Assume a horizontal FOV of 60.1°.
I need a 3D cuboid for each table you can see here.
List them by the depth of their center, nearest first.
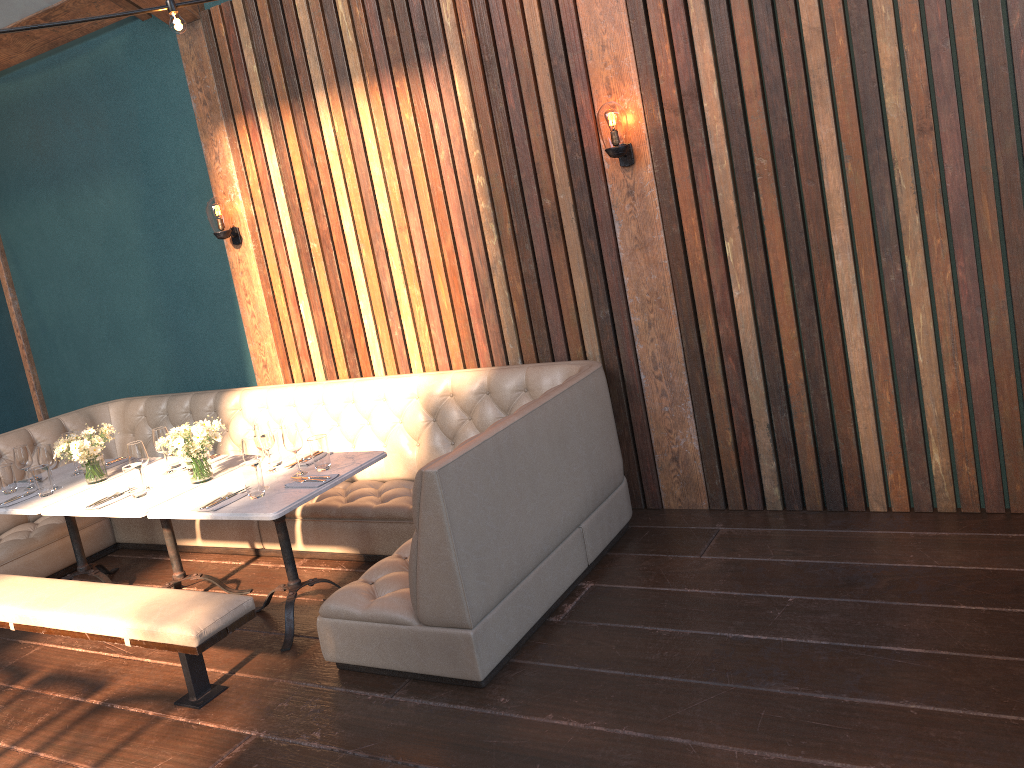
[{"bbox_3d":[-1.061,0.773,4.160,0.796,0.666,0.809,-5,11,30],"label":"table"},{"bbox_3d":[-1.761,0.822,4.574,0.796,0.666,0.809,-5,11,31],"label":"table"},{"bbox_3d":[-2.460,0.871,4.987,0.796,0.666,0.809,-5,11,30],"label":"table"}]

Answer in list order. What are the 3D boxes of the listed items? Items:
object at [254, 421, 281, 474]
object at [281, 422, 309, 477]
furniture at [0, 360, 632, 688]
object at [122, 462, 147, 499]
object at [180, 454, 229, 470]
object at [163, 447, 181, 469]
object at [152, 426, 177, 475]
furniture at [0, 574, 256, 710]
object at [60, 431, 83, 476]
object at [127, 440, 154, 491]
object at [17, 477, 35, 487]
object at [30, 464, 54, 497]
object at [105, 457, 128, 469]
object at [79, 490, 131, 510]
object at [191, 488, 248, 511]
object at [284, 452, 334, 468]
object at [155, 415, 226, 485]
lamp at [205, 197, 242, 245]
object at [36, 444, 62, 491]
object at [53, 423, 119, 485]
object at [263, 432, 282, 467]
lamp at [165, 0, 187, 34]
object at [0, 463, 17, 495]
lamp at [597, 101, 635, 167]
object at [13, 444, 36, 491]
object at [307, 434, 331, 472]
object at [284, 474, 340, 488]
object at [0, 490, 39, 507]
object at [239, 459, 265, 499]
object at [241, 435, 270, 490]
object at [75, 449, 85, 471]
[{"bbox_3d":[-1.179,0.304,4.259,0.092,0.242,0.093,-12,8,-11],"label":"object"},{"bbox_3d":[-1.006,0.304,4.100,0.092,0.242,0.093,-12,8,-11],"label":"object"},{"bbox_3d":[-1.547,0.613,4.924,4.145,0.851,1.732,-4,13,31],"label":"furniture"},{"bbox_3d":[-1.815,0.467,4.270,0.091,0.157,0.093,-8,9,17],"label":"object"},{"bbox_3d":[-1.655,0.416,4.723,0.157,0.019,0.258,-4,13,31],"label":"object"},{"bbox_3d":[-1.828,0.372,4.753,0.091,0.157,0.093,-8,9,17],"label":"object"},{"bbox_3d":[-1.822,0.350,4.639,0.092,0.242,0.093,-12,8,-11],"label":"object"},{"bbox_3d":[-2.067,1.132,4.025,2.321,0.395,0.317,-4,11,31],"label":"furniture"},{"bbox_3d":[-2.509,0.398,5.045,0.092,0.242,0.093,-13,8,-16],"label":"object"},{"bbox_3d":[-1.836,0.407,4.372,0.092,0.242,0.093,-12,8,-11],"label":"object"},{"bbox_3d":[-2.748,0.554,5.068,0.254,0.019,0.159,-4,13,31],"label":"object"},{"bbox_3d":[-2.474,0.512,4.668,0.091,0.157,0.093,-8,9,17],"label":"object"},{"bbox_3d":[-2.341,0.465,5.129,0.157,0.019,0.258,-4,13,31],"label":"object"},{"bbox_3d":[-1.962,0.557,4.318,0.157,0.019,0.258,-4,13,31],"label":"object"},{"bbox_3d":[-1.278,0.508,3.917,0.157,0.019,0.258,-4,13,31],"label":"object"},{"bbox_3d":[-1.012,0.371,4.343,0.157,0.019,0.258,-4,13,31],"label":"object"},{"bbox_3d":[-1.561,0.326,4.346,0.337,0.307,0.331,-14,10,-16],"label":"object"},{"bbox_3d":[-1.855,-1.038,5.664,0.146,0.317,0.180,-6,10,31],"label":"lamp"},{"bbox_3d":[-2.495,0.451,4.770,0.092,0.242,0.093,-13,8,-16],"label":"object"},{"bbox_3d":[-2.281,0.380,4.755,0.329,0.307,0.339,-11,10,-4],"label":"object"},{"bbox_3d":[-1.185,0.326,4.373,0.091,0.157,0.093,-8,9,17],"label":"object"},{"bbox_3d":[-1.131,-1.238,2.974,0.056,0.120,0.057,-10,8,8],"label":"lamp"},{"bbox_3d":[-2.795,0.526,4.898,0.091,0.157,0.093,-8,9,17],"label":"object"},{"bbox_3d":[0.501,-1.204,4.272,0.146,0.317,0.180,-6,10,31],"label":"lamp"},{"bbox_3d":[-2.696,0.463,4.903,0.092,0.242,0.093,-13,8,-16],"label":"object"},{"bbox_3d":[-0.892,0.323,4.116,0.091,0.157,0.093,-8,9,17],"label":"object"},{"bbox_3d":[-0.913,0.429,3.965,0.254,0.019,0.159,-4,13,31],"label":"object"},{"bbox_3d":[-2.621,0.602,4.716,0.157,0.019,0.258,-4,13,31],"label":"object"},{"bbox_3d":[-1.131,0.418,3.869,0.091,0.157,0.093,-8,9,17],"label":"object"},{"bbox_3d":[-1.152,0.358,3.971,0.092,0.242,0.093,-12,8,-11],"label":"object"},{"bbox_3d":[-2.514,0.420,5.158,0.091,0.157,0.093,-8,9,17],"label":"object"}]
